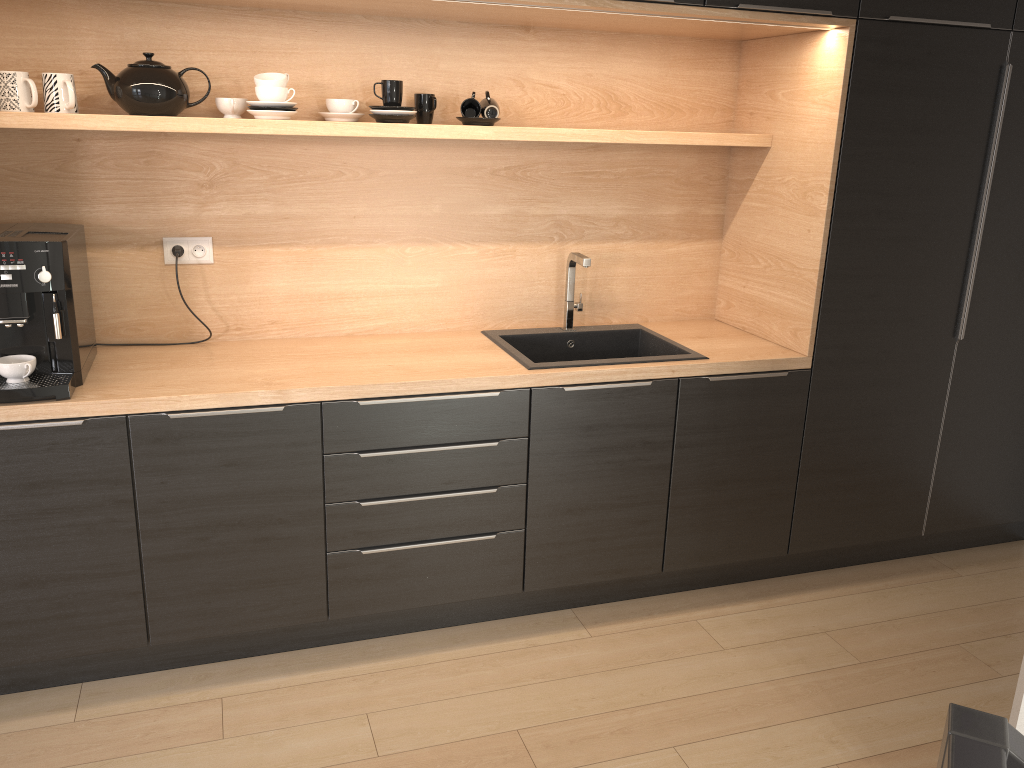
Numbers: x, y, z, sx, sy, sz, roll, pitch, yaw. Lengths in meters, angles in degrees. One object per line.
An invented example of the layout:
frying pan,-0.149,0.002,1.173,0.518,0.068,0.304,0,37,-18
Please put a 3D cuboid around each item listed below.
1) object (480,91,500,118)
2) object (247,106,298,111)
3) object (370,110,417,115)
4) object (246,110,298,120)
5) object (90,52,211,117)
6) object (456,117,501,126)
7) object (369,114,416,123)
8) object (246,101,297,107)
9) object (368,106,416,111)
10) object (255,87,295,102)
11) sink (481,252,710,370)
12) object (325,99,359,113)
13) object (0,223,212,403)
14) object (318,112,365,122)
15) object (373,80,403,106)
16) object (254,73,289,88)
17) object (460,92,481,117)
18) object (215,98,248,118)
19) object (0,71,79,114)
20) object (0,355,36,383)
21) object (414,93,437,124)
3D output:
object,-0.070,-0.893,2.845,0.066,0.093,0.100,-1,17,-9
object,-0.703,-0.803,2.609,0.145,0.025,0.145,-8,19,-31
object,-0.366,-0.831,2.736,0.145,0.025,0.145,0,17,-5
object,-0.705,-0.792,2.610,0.145,0.025,0.145,-8,19,-31
object,-1.021,-0.851,2.521,0.240,0.171,0.213,7,17,17
object,-0.108,-0.844,2.851,0.145,0.025,0.145,-3,17,-16
object,-0.369,-0.819,2.740,0.145,0.025,0.145,0,17,-5
object,-0.704,-0.815,2.603,0.145,0.025,0.145,-8,19,-31
object,-0.369,-0.843,2.733,0.145,0.025,0.145,0,17,-5
object,-0.702,-0.840,2.600,0.095,0.057,0.099,17,22,41
sink,0.266,-0.164,3.010,0.626,0.518,0.512,-4,17,-18
object,-0.533,-0.859,2.768,0.095,0.057,0.099,-4,18,-20
object,-1.177,-0.228,2.489,0.618,0.398,0.584,-4,17,-18
object,-0.533,-0.834,2.773,0.145,0.025,0.145,0,17,-5
object,-0.374,-0.883,2.719,0.066,0.092,0.084,15,21,38
object,-0.703,-0.871,2.587,0.095,0.075,0.098,0,17,-7
object,-0.132,-0.886,2.834,0.066,0.093,0.100,1,16,-4
object,-0.837,-0.826,2.655,0.099,0.057,0.095,11,19,27
object,-1.348,-0.796,2.418,0.297,0.105,0.112,-3,17,-17
object,-1.280,-0.036,2.291,0.095,0.057,0.099,-3,17,-16
object,-0.279,-0.882,2.843,0.066,0.092,0.084,-2,17,-12
